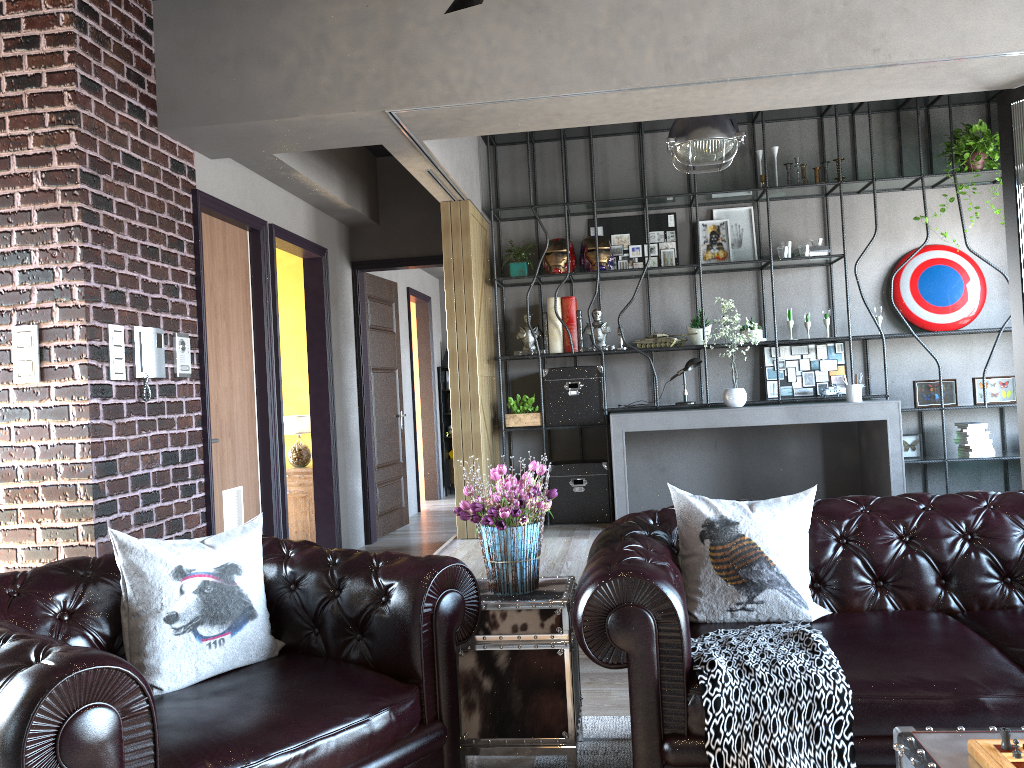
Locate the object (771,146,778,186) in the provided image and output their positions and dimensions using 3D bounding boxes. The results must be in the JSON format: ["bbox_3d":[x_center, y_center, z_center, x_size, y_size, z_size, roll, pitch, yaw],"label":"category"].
[{"bbox_3d":[2.183,-1.761,7.326,0.128,0.390,0.128,-2,-2,-33],"label":"object"}]

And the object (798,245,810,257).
[{"bbox_3d":[2.322,-1.050,7.046,0.092,0.099,0.092,-2,-1,-35],"label":"object"}]

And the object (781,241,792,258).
[{"bbox_3d":[2.220,-1.072,7.164,0.087,0.155,0.087,-3,-1,20],"label":"object"}]

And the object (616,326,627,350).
[{"bbox_3d":[0.891,-0.379,7.250,0.093,0.200,0.093,-3,-1,2],"label":"object"}]

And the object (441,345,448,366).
[{"bbox_3d":[-0.782,-0.404,11.736,0.343,0.344,0.057,-3,-1,7],"label":"object"}]

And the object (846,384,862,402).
[{"bbox_3d":[2.605,0.072,6.756,0.110,0.137,0.110,-3,-1,17],"label":"object"}]

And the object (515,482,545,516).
[{"bbox_3d":[0.112,0.964,7.350,0.345,0.362,0.331,-3,-1,10],"label":"object"}]

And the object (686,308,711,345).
[{"bbox_3d":[1.530,-0.465,7.226,0.193,0.305,0.136,-4,-2,41],"label":"object"}]

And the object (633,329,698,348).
[{"bbox_3d":[1.276,-0.383,7.316,0.577,0.170,0.206,-4,-1,42],"label":"object"}]

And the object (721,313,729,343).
[{"bbox_3d":[1.773,-0.461,7.386,0.113,0.273,0.113,-2,-1,-27],"label":"object"}]

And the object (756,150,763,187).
[{"bbox_3d":[2.080,-1.755,7.410,0.128,0.390,0.128,-2,-1,-24],"label":"object"}]

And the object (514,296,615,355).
[{"bbox_3d":[0.430,-0.484,7.419,0.833,0.466,0.289,-3,-1,7],"label":"object"}]

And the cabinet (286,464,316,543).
[{"bbox_3d":[-2.259,1.100,7.560,1.432,0.750,0.408,-3,-1,7],"label":"cabinet"}]

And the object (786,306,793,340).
[{"bbox_3d":[2.219,-0.488,7.079,0.113,0.275,0.113,-3,-1,11],"label":"object"}]

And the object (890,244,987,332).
[{"bbox_3d":[3.480,-0.783,7.236,0.751,0.740,0.185,-3,-1,8],"label":"object"}]

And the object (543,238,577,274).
[{"bbox_3d":[0.390,-1.059,7.406,0.280,0.327,0.399,-3,-1,12],"label":"object"}]

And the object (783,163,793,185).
[{"bbox_3d":[2.250,-1.687,7.208,0.084,0.233,0.084,-4,-2,34],"label":"object"}]

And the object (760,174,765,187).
[{"bbox_3d":[2.027,-1.623,7.160,0.135,0.129,0.135,-3,-1,-20],"label":"object"}]

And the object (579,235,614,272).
[{"bbox_3d":[0.706,-1.076,7.367,0.280,0.327,0.399,-3,-1,-3],"label":"object"}]

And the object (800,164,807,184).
[{"bbox_3d":[2.398,-1.690,7.288,0.080,0.226,0.080,-3,-1,-20],"label":"object"}]

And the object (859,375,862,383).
[{"bbox_3d":[2.645,0.014,6.757,0.062,0.169,0.009,-3,-1,7],"label":"object"}]

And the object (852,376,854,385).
[{"bbox_3d":[2.615,0.019,6.798,0.009,0.167,0.061,-3,-1,19],"label":"object"}]

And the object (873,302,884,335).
[{"bbox_3d":[2.959,-0.524,7.154,0.113,0.270,0.113,-3,-1,-4],"label":"object"}]

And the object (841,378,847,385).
[{"bbox_3d":[2.585,0.038,6.773,0.137,0.190,0.009,-3,-1,10],"label":"object"}]

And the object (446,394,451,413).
[{"bbox_3d":[-0.777,0.245,11.593,0.190,0.254,0.129,-3,-1,5],"label":"object"}]

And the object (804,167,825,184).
[{"bbox_3d":[2.450,-1.658,7.119,0.189,0.152,0.189,-3,-1,30],"label":"object"}]

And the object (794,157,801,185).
[{"bbox_3d":[2.299,-1.695,7.129,0.100,0.243,0.100,-3,-1,16],"label":"object"}]

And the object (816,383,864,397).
[{"bbox_3d":[2.626,0.043,7.160,0.379,0.111,0.351,-3,-1,40],"label":"object"}]

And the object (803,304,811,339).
[{"bbox_3d":[2.448,-0.511,7.352,0.113,0.302,0.113,-4,-1,26],"label":"object"}]

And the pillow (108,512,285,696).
[{"bbox_3d":[-0.987,0.671,2.831,0.290,0.502,0.541,-4,-1,45],"label":"pillow"}]

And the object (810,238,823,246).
[{"bbox_3d":[2.493,-1.152,7.250,0.103,0.068,0.103,-3,-1,0],"label":"object"}]

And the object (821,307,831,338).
[{"bbox_3d":[2.512,-0.489,7.080,0.113,0.246,0.113,-4,-1,26],"label":"object"}]

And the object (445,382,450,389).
[{"bbox_3d":[-0.833,0.020,11.694,0.095,0.101,0.095,-4,-1,30],"label":"object"}]

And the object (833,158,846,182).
[{"bbox_3d":[2.627,-1.707,7.113,0.130,0.232,0.130,-3,-1,-15],"label":"object"}]

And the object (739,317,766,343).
[{"bbox_3d":[1.937,-0.440,7.195,0.235,0.213,0.235,-2,-1,-38],"label":"object"}]

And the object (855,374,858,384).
[{"bbox_3d":[2.635,0.026,6.789,0.037,0.204,0.023,-2,-2,-44],"label":"object"}]

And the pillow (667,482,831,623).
[{"bbox_3d":[0.823,0.573,3.097,0.528,0.469,0.283,-3,-1,10],"label":"pillow"}]

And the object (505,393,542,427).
[{"bbox_3d":[0.101,0.213,7.295,0.304,0.265,0.180,-3,-1,7],"label":"object"}]

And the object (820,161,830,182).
[{"bbox_3d":[2.557,-1.703,7.220,0.084,0.233,0.084,-3,-1,-12],"label":"object"}]

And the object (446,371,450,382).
[{"bbox_3d":[-0.821,-0.102,11.738,0.107,0.151,0.055,-3,-1,7],"label":"object"}]

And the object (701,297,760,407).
[{"bbox_3d":[1.694,-0.252,6.757,0.398,0.852,0.420,-2,-1,-36],"label":"object"}]

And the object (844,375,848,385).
[{"bbox_3d":[2.572,0.030,6.789,0.046,0.203,0.023,-4,-2,43],"label":"object"}]

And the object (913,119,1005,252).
[{"bbox_3d":[3.485,-1.517,6.862,0.719,1.026,0.650,-4,-1,25],"label":"object"}]

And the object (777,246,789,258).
[{"bbox_3d":[2.161,-1.041,7.066,0.092,0.099,0.093,-4,-1,45],"label":"object"}]

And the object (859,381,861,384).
[{"bbox_3d":[2.627,0.049,6.743,0.068,0.159,0.009,-3,-1,20],"label":"object"}]

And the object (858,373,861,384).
[{"bbox_3d":[2.646,0.007,6.769,0.052,0.185,0.009,-3,-1,9],"label":"object"}]

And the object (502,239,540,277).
[{"bbox_3d":[0.051,-1.042,7.463,0.324,0.339,0.295,-2,-1,-37],"label":"object"}]
